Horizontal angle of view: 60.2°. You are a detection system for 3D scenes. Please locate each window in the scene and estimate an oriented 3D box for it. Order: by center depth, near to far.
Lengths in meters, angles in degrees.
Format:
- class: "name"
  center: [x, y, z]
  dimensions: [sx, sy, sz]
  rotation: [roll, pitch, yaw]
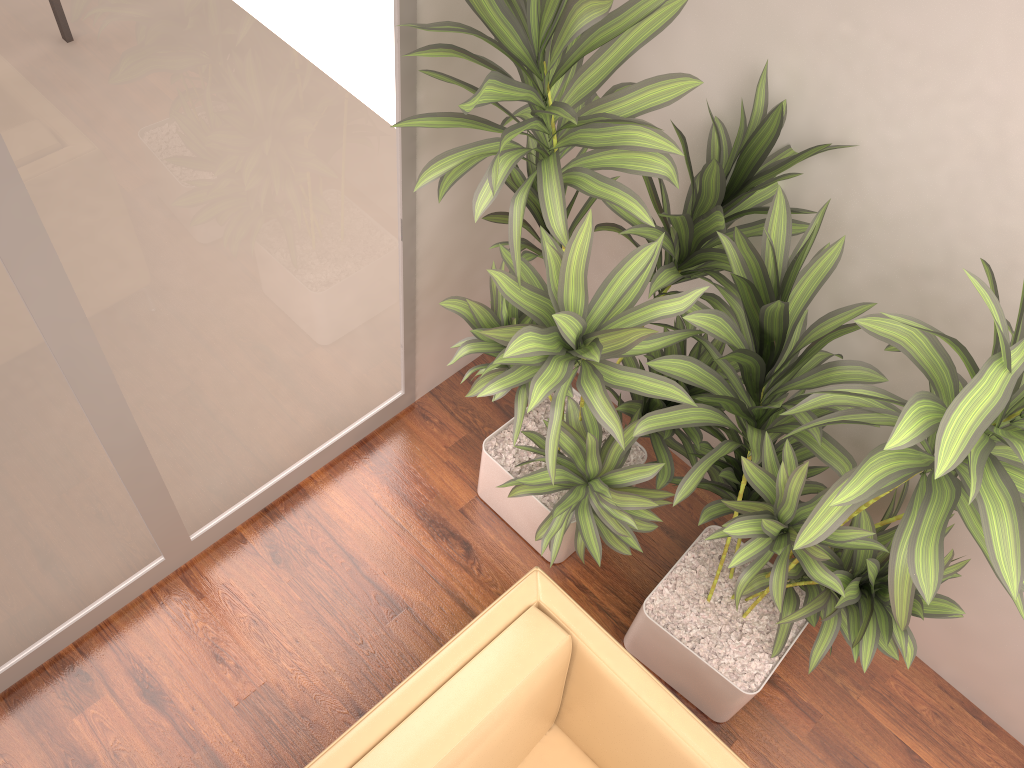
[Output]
- class: "window"
  center: [-3.101, 1.211, 0.279]
  dimensions: [8.348, 3.429, 0.061]
  rotation: [-36, 66, -26]

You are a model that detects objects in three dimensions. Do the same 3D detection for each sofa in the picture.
- class: "sofa"
  center: [-0.298, 1.403, 2.029]
  dimensions: [1.757, 0.876, 0.862]
  rotation: [-37, 67, -26]

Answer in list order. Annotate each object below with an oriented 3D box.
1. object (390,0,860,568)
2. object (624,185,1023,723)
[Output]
- class: "object"
  center: [0.295, -0.198, 2.355]
  dimensions: [1.067, 2.200, 0.935]
  rotation: [-20, 59, -19]
- class: "object"
  center: [0.779, 0.207, 2.144]
  dimensions: [0.952, 2.200, 1.049]
  rotation: [-24, 61, -21]
